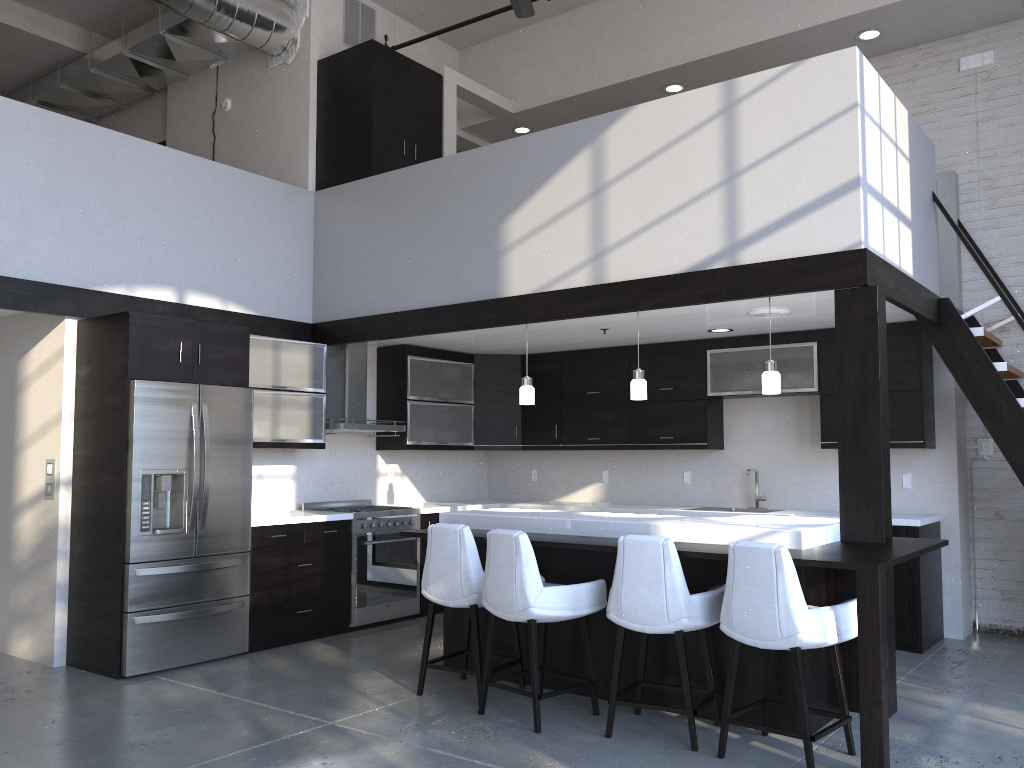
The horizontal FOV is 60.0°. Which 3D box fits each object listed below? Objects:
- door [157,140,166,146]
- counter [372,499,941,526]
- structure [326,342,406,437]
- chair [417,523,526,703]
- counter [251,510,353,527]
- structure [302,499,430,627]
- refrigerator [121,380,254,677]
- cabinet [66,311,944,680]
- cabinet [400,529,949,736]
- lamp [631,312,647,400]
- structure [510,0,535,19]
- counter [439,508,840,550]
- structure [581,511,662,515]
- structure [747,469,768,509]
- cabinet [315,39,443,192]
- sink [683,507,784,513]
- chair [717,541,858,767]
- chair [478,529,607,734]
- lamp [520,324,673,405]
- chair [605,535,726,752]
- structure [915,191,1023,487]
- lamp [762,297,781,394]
[{"bbox_3d":[-3.548,-1.390,9.004,0.750,2.056,0.271,-3,-5,37],"label":"door"},{"bbox_3d":[0.932,1.026,7.073,4.239,0.045,1.710,-4,-6,37],"label":"counter"},{"bbox_3d":[-1.288,-0.041,7.270,0.489,0.929,0.727,-3,-5,37],"label":"structure"},{"bbox_3d":[-0.235,1.268,4.979,0.579,0.983,0.502,-3,-5,33],"label":"chair"},{"bbox_3d":[-1.735,0.979,6.490,0.676,0.047,0.920,-4,-6,37],"label":"counter"},{"bbox_3d":[-1.159,1.403,7.134,0.621,0.901,0.845,-3,-5,37],"label":"structure"},{"bbox_3d":[-2.265,0.903,5.779,0.821,1.770,0.853,-3,-5,37],"label":"refrigerator"},{"bbox_3d":[0.171,0.691,6.086,4.233,2.312,4.278,-3,-6,37],"label":"cabinet"},{"bbox_3d":[0.825,1.299,4.925,2.692,0.909,1.371,-3,-6,37],"label":"cabinet"},{"bbox_3d":[0.789,-0.213,5.534,0.100,0.623,0.100,-4,-5,43],"label":"lamp"},{"bbox_3d":[0.037,-3.183,6.154,1.368,0.862,1.191,-2,-5,27],"label":"structure"},{"bbox_3d":[0.751,0.829,5.260,2.294,0.095,0.977,-4,-6,37],"label":"counter"},{"bbox_3d":[1.113,1.477,7.551,0.785,0.789,0.783,-3,-5,37],"label":"structure"},{"bbox_3d":[1.953,0.849,7.163,0.149,0.328,0.225,-3,-5,37],"label":"structure"},{"bbox_3d":[-1.117,-1.601,7.530,0.684,2.230,0.838,-3,-5,37],"label":"cabinet"},{"bbox_3d":[1.761,1.082,7.034,0.677,0.168,0.475,-4,-6,37],"label":"sink"},{"bbox_3d":[1.190,1.180,3.914,0.579,0.983,0.501,-4,-6,43],"label":"chair"},{"bbox_3d":[0.124,1.232,4.541,0.501,0.983,0.579,4,-5,-42],"label":"chair"},{"bbox_3d":[0.697,-0.112,6.757,0.124,0.623,1.953,-3,-6,39],"label":"lamp"},{"bbox_3d":[0.715,1.209,4.264,0.579,0.983,0.502,-2,-5,28],"label":"chair"},{"bbox_3d":[3.683,0.247,5.995,1.663,3.183,0.930,-3,-5,37],"label":"structure"},{"bbox_3d":[2.033,-0.195,5.754,0.124,0.623,1.949,-3,-5,37],"label":"lamp"}]
